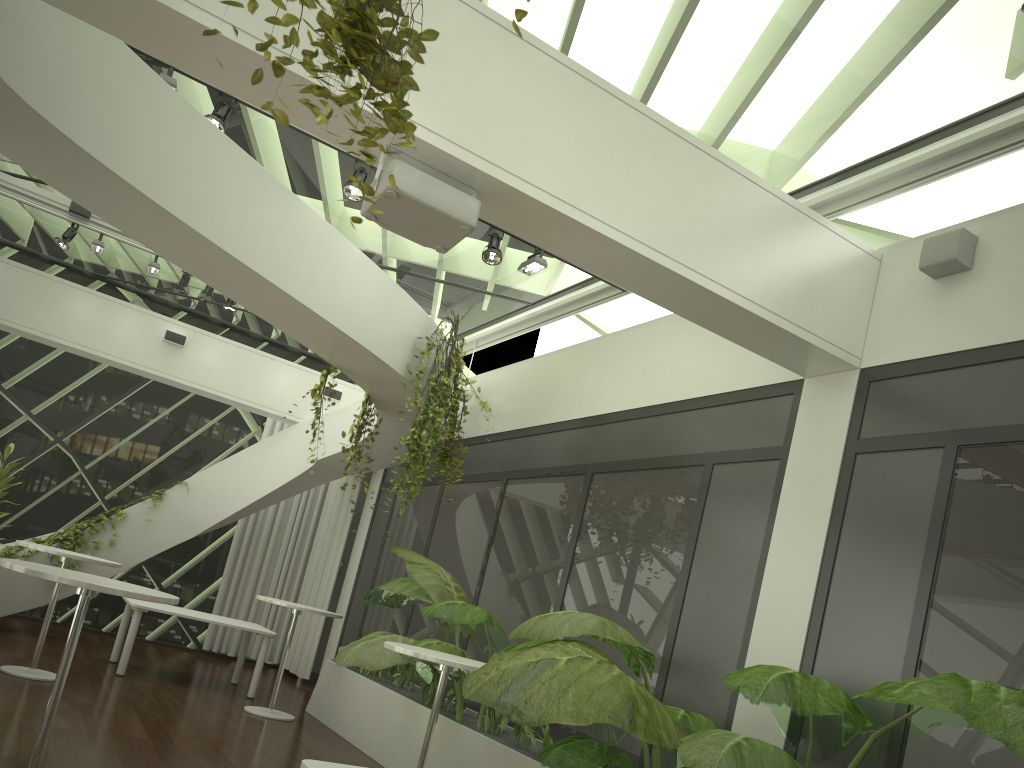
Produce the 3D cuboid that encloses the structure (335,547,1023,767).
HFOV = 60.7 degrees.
[{"bbox_3d":[0.094,1.882,5.121,1.820,1.678,8.955,19,-16,-25],"label":"structure"}]

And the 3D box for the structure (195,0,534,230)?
[{"bbox_3d":[-0.419,-1.274,1.778,4.579,2.270,1.496,7,-11,26],"label":"structure"}]

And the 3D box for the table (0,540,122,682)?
[{"bbox_3d":[-4.007,1.998,7.621,0.852,1.073,0.882,12,-10,8],"label":"table"}]

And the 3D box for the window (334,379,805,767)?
[{"bbox_3d":[-0.287,1.983,8.296,0.051,3.169,7.227,17,-14,-25],"label":"window"}]

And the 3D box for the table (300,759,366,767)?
[{"bbox_3d":[0.028,1.879,3.013,1.534,0.703,1.073,21,-14,-26],"label":"table"}]

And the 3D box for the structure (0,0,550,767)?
[{"bbox_3d":[0.787,-0.025,0.382,6.016,4.127,24.631,18,-16,-19],"label":"structure"}]

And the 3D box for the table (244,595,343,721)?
[{"bbox_3d":[-2.224,2.710,8.600,0.852,1.073,0.882,12,-10,8],"label":"table"}]

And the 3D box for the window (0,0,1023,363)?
[{"bbox_3d":[-0.685,-2.165,4.859,5.811,0.054,16.825,21,-17,-25],"label":"window"}]

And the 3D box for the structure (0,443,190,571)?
[{"bbox_3d":[-5.170,1.143,8.530,2.027,1.632,4.917,13,-14,5],"label":"structure"}]

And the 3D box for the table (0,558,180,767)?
[{"bbox_3d":[-2.294,1.529,4.475,0.852,1.073,0.882,12,-10,8],"label":"table"}]

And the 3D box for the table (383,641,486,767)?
[{"bbox_3d":[-0.512,2.242,5.454,0.852,1.073,0.882,12,-10,8],"label":"table"}]

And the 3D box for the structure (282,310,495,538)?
[{"bbox_3d":[-1.064,0.296,7.643,1.421,2.030,1.694,9,-11,28],"label":"structure"}]

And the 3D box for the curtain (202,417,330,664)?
[{"bbox_3d":[-3.313,1.957,12.678,1.257,4.007,0.159,18,-8,-29],"label":"curtain"}]

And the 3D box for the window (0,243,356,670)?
[{"bbox_3d":[-5.183,1.105,11.916,5.866,4.548,0.038,20,-9,-27],"label":"window"}]

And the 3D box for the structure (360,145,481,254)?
[{"bbox_3d":[-0.404,-0.822,3.915,0.472,0.270,0.390,20,-14,-26],"label":"structure"}]

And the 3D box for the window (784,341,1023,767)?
[{"bbox_3d":[3.309,0.999,1.689,0.051,3.169,7.137,17,-14,-25],"label":"window"}]

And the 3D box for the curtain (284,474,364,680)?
[{"bbox_3d":[-2.486,2.029,12.217,0.163,4.006,0.999,17,-8,-27],"label":"curtain"}]

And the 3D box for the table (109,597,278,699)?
[{"bbox_3d":[-3.459,2.834,9.419,1.534,0.703,1.073,21,-14,-26],"label":"table"}]
